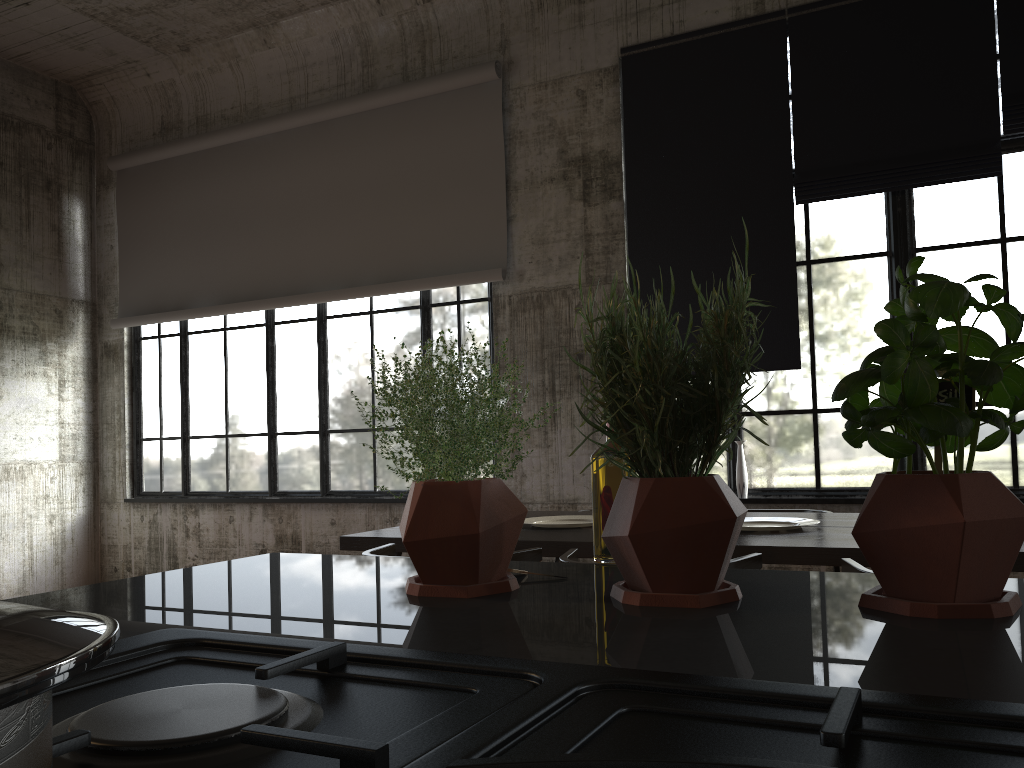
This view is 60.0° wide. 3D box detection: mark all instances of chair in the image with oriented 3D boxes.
[{"bbox_3d":[1.501,1.082,2.893,0.879,0.992,0.770,-3,-3,23],"label":"chair"},{"bbox_3d":[-0.232,1.198,3.806,0.879,0.992,0.770,-3,-3,27],"label":"chair"},{"bbox_3d":[1.462,1.233,5.005,0.879,0.992,0.770,-3,-3,27],"label":"chair"},{"bbox_3d":[0.657,1.285,5.408,0.879,0.992,0.770,-3,-3,26],"label":"chair"},{"bbox_3d":[0.573,1.146,3.404,0.879,0.992,0.770,-3,-3,26],"label":"chair"}]

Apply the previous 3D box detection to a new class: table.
[{"bbox_3d":[1.186,1.177,4.198,3.705,1.005,1.640,-4,-4,26],"label":"table"}]

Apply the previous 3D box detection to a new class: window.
[{"bbox_3d":[-2.018,-0.620,8.209,4.308,3.431,0.050,-3,-3,27],"label":"window"},{"bbox_3d":[2.607,-0.921,5.900,3.814,3.431,0.050,-3,-3,27],"label":"window"}]

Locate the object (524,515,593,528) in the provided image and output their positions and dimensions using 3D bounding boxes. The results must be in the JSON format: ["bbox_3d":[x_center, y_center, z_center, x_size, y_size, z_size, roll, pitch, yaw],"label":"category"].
[{"bbox_3d":[0.283,0.716,4.598,0.527,0.024,0.527,-5,-5,37],"label":"object"}]

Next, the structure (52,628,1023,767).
[{"bbox_3d":[0.047,0.156,0.205,1.097,0.019,0.679,-4,-5,26],"label":"structure"}]

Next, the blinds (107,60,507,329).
[{"bbox_3d":[-2.077,-1.573,8.050,4.469,1.773,0.137,-4,-3,27],"label":"blinds"}]

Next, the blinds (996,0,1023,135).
[{"bbox_3d":[3.648,-2.173,5.299,1.297,1.140,0.052,-3,-3,27],"label":"blinds"}]

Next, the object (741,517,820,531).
[{"bbox_3d":[1.167,0.658,4.156,0.527,0.024,0.527,-5,-5,37],"label":"object"}]

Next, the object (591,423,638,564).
[{"bbox_3d":[0.137,0.126,1.154,0.056,0.208,0.056,-3,-3,27],"label":"object"}]

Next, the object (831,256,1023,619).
[{"bbox_3d":[0.382,0.041,0.786,0.172,0.311,0.179,-3,-3,32],"label":"object"}]

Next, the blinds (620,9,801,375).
[{"bbox_3d":[1.409,-1.331,6.424,1.216,2.530,0.034,-3,-3,27],"label":"blinds"}]

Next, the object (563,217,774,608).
[{"bbox_3d":[0.161,0.026,0.890,0.196,0.367,0.186,-1,-3,-24],"label":"object"}]

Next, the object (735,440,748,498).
[{"bbox_3d":[1.622,0.603,6.262,0.082,0.410,0.082,-1,-2,-13],"label":"object"}]

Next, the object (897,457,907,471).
[{"bbox_3d":[2.549,0.573,5.794,0.080,0.351,0.080,0,-3,-33],"label":"object"}]

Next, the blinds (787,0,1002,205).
[{"bbox_3d":[2.498,-1.971,5.870,1.255,1.396,0.052,-3,-3,27],"label":"blinds"}]

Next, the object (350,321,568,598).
[{"bbox_3d":[-0.061,0.081,0.976,0.211,0.283,0.221,-4,-4,35],"label":"object"}]

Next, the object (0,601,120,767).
[{"bbox_3d":[-0.205,0.096,0.088,0.331,0.120,0.730,0,-4,-28],"label":"object"}]
